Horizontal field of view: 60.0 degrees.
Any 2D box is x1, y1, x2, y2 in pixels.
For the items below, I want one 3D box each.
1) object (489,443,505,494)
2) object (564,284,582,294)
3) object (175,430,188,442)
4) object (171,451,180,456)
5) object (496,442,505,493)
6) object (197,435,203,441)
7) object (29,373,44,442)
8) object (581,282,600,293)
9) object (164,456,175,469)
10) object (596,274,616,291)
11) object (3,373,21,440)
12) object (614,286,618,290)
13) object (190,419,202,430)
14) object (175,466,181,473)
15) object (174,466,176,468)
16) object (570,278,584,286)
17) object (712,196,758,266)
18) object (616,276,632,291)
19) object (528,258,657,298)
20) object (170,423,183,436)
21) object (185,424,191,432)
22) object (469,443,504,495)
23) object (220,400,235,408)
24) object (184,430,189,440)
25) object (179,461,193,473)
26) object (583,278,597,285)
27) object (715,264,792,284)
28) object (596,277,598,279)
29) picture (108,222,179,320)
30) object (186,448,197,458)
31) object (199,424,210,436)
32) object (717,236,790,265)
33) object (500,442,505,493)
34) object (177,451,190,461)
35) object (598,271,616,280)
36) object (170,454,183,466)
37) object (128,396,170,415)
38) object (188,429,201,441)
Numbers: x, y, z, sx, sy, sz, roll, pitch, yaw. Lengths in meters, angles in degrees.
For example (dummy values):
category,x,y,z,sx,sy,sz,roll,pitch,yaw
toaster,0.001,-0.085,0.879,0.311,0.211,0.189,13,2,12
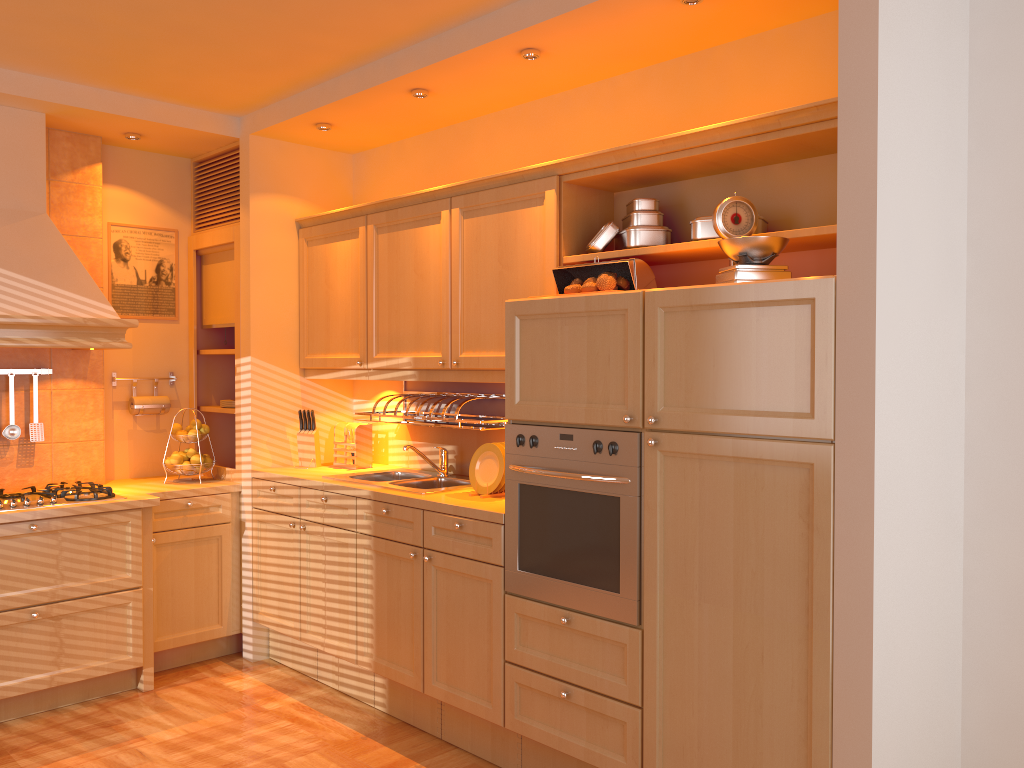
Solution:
category,x,y,z,sx,sy,sz,roll,pitch,yaw
object,-0.079,0.334,3.514,0.049,0.200,0.205,-1,2,-43
object,0.212,-0.321,3.016,0.069,0.034,0.066,-1,1,-26
object,-1.673,0.265,4.500,0.064,0.058,0.063,0,1,12
object,-1.706,0.369,4.518,0.055,0.058,0.056,0,1,-8
object,-0.058,0.333,3.533,0.049,0.200,0.205,-1,2,-43
object,-1.616,0.263,4.552,0.058,0.059,0.058,0,1,-13
object,-2.225,0.108,4.148,0.061,0.323,0.020,-1,2,-44
object,0.261,-0.321,2.958,0.062,0.036,0.065,-1,1,-31
object,-1.720,0.395,4.465,0.063,0.063,0.063,-1,1,-33
object,0.312,-0.331,2.928,0.066,0.064,0.045,0,1,7
object,-2.313,0.102,4.089,0.077,0.309,0.037,-1,2,-45
object,0.319,-0.321,2.968,0.062,0.036,0.065,-1,2,-41
object,-1.605,0.206,4.501,0.055,0.059,0.058,0,1,2
object,-1.677,0.429,4.489,0.052,0.056,0.057,0,1,8
object,-1.702,0.432,4.536,0.046,0.043,0.047,0,1,6
object,0.229,-0.338,3.104,0.069,0.064,0.055,-1,2,-40
object,0.669,-0.425,2.655,0.134,0.271,0.039,0,1,-10
object,0.372,-0.335,2.992,0.066,0.058,0.065,1,2,38
object,0.291,-0.353,3.036,0.280,0.123,0.400,-1,2,-44
object,-1.715,0.232,4.529,0.061,0.064,0.063,-1,2,-35
object,-1.643,0.229,4.534,0.050,0.051,0.051,0,1,-20
object,-0.100,0.334,3.496,0.049,0.200,0.205,-1,2,-43
object,-1.452,0.106,4.765,0.222,0.039,0.222,-1,1,-27
object,-1.676,0.263,4.558,0.057,0.056,0.051,0,1,6
object,-1.635,0.416,4.448,0.064,0.062,0.064,1,1,33
object,0.274,-0.333,3.015,0.065,0.056,0.056,1,1,30
object,0.689,-0.307,2.537,0.179,0.053,0.156,0,1,-10
object,0.312,-0.337,3.047,0.061,0.063,0.066,-1,2,-37
picture,-1.942,-0.589,4.681,0.366,0.491,0.007,-1,2,-44
object,-1.615,0.349,4.471,0.049,0.052,0.050,-1,2,-37
object,-1.575,0.234,4.531,0.058,0.060,0.057,-1,1,-23
object,0.689,-0.371,2.536,0.199,0.075,0.199,0,1,15
object,-0.037,0.333,3.551,0.049,0.200,0.205,-1,2,-43
object,-1.660,0.369,4.476,0.063,0.061,0.063,0,1,19
object,0.321,-0.358,2.990,0.061,0.047,0.063,0,1,4
object,-1.671,0.378,4.422,0.056,0.063,0.065,1,1,22
object,-1.897,0.111,4.640,0.186,0.094,0.096,-1,2,-44
object,-1.608,0.258,4.490,0.064,0.063,0.063,-1,1,-27
